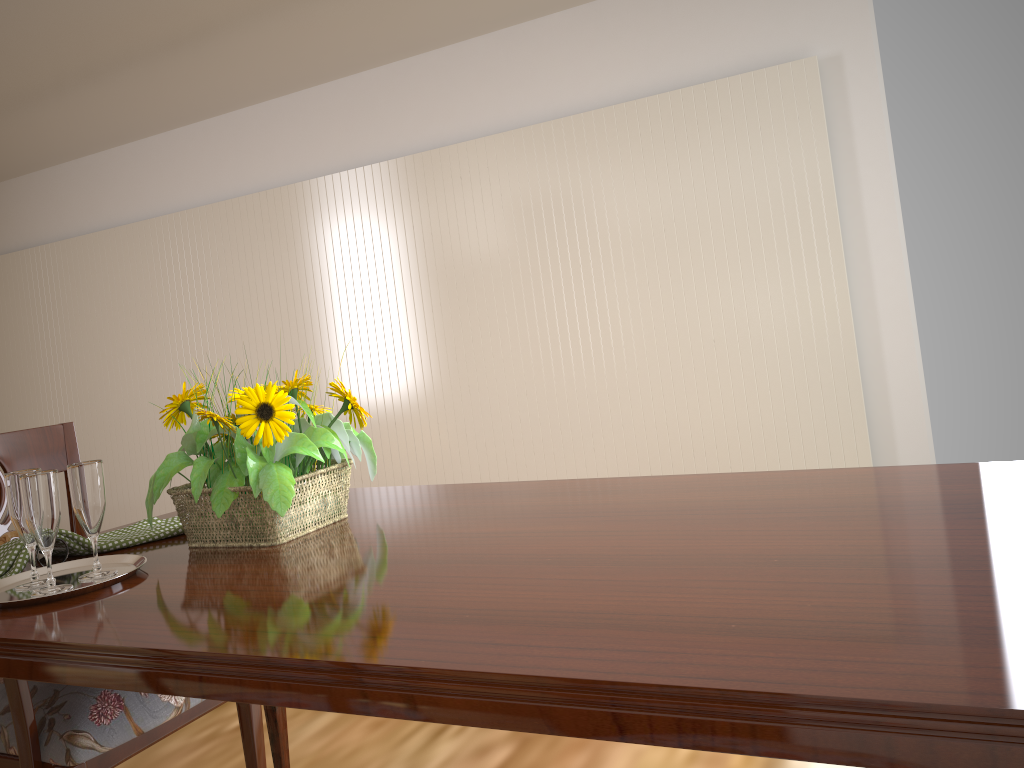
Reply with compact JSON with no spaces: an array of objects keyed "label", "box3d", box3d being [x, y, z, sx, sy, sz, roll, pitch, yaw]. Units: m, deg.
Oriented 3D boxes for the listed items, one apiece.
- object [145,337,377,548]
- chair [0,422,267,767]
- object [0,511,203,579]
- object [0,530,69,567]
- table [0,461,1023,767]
[{"label":"object","box3d":[-0.355,0.081,1.310,0.298,0.338,0.319,-7,1,19]},{"label":"chair","box3d":[-0.685,0.443,1.411,0.457,0.746,0.406,-7,0,27]},{"label":"object","box3d":[-0.654,0.229,1.301,0.166,0.056,0.531,-5,4,41]},{"label":"object","box3d":[-0.693,0.238,1.276,0.146,0.046,0.047,-5,2,40]},{"label":"table","box3d":[0.050,0.462,1.039,1.671,0.558,0.738,-6,2,27]}]
